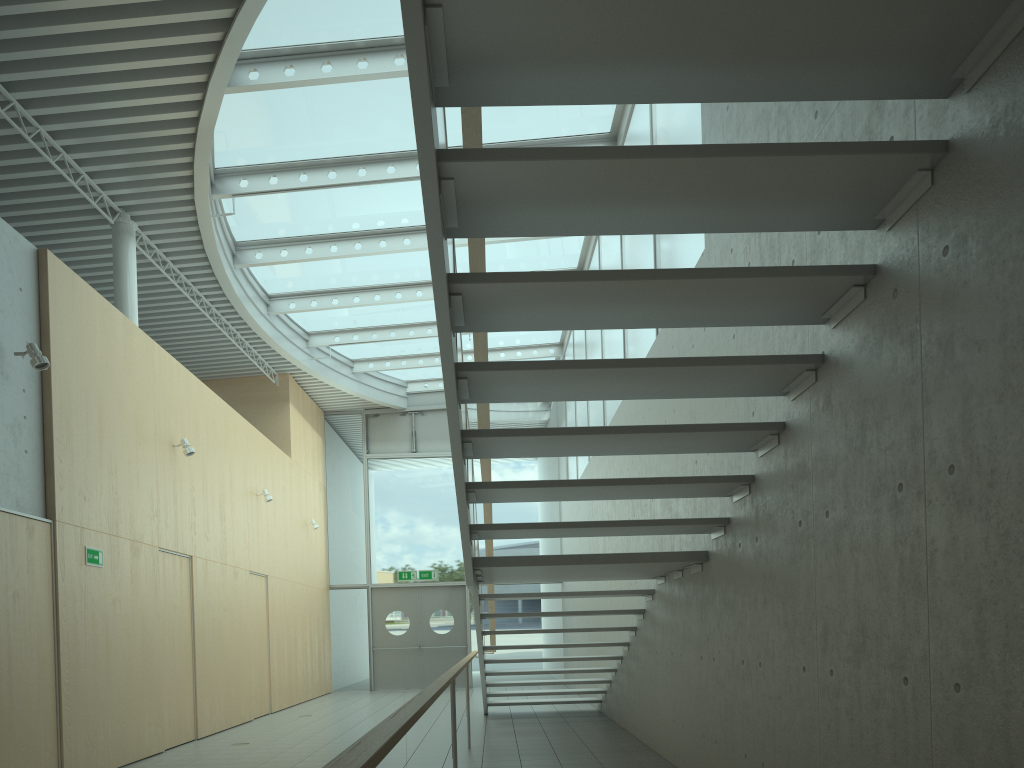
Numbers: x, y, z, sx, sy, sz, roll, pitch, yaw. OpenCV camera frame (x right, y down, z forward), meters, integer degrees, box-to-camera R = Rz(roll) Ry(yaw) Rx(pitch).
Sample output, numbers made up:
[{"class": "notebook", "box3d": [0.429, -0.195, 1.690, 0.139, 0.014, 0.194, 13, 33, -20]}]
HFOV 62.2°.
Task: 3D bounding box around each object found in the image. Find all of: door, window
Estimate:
[{"class": "door", "box3d": [-1.868, 5.151, 17.224, 1.922, 2.098, 0.175, -2, 0, -1]}, {"class": "window", "box3d": [1.079, -0.376, 11.676, 0.030, 2.691, 16.177, -2, -16, -2]}, {"class": "window", "box3d": [-1.350, 3.115, 17.236, 4.857, 6.258, 0.110, -2, 0, -1]}, {"class": "window", "box3d": [-1.049, 1.231, 11.638, 4.784, 6.155, 16.354, -2, -14, -2]}]

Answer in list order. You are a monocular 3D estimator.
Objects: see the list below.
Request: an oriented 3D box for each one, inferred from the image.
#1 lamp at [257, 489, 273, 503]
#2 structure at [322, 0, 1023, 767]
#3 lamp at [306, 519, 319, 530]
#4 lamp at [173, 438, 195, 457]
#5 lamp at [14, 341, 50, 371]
[{"class": "lamp", "box3d": [-3.506, 1.580, 12.032, 0.232, 0.195, 0.143, 2, -7, -20]}, {"class": "structure", "box3d": [0.495, 0.926, 5.812, 1.886, 4.131, 13.033, -2, -15, -2]}, {"class": "lamp", "box3d": [-3.568, 2.507, 15.179, 0.232, 0.195, 0.143, 2, -7, -20]}, {"class": "lamp", "box3d": [-3.443, 0.659, 8.906, 0.232, 0.195, 0.143, 2, -7, -20]}, {"class": "lamp", "box3d": [-3.385, -0.202, 5.984, 0.232, 0.195, 0.143, 2, -7, -20]}]
